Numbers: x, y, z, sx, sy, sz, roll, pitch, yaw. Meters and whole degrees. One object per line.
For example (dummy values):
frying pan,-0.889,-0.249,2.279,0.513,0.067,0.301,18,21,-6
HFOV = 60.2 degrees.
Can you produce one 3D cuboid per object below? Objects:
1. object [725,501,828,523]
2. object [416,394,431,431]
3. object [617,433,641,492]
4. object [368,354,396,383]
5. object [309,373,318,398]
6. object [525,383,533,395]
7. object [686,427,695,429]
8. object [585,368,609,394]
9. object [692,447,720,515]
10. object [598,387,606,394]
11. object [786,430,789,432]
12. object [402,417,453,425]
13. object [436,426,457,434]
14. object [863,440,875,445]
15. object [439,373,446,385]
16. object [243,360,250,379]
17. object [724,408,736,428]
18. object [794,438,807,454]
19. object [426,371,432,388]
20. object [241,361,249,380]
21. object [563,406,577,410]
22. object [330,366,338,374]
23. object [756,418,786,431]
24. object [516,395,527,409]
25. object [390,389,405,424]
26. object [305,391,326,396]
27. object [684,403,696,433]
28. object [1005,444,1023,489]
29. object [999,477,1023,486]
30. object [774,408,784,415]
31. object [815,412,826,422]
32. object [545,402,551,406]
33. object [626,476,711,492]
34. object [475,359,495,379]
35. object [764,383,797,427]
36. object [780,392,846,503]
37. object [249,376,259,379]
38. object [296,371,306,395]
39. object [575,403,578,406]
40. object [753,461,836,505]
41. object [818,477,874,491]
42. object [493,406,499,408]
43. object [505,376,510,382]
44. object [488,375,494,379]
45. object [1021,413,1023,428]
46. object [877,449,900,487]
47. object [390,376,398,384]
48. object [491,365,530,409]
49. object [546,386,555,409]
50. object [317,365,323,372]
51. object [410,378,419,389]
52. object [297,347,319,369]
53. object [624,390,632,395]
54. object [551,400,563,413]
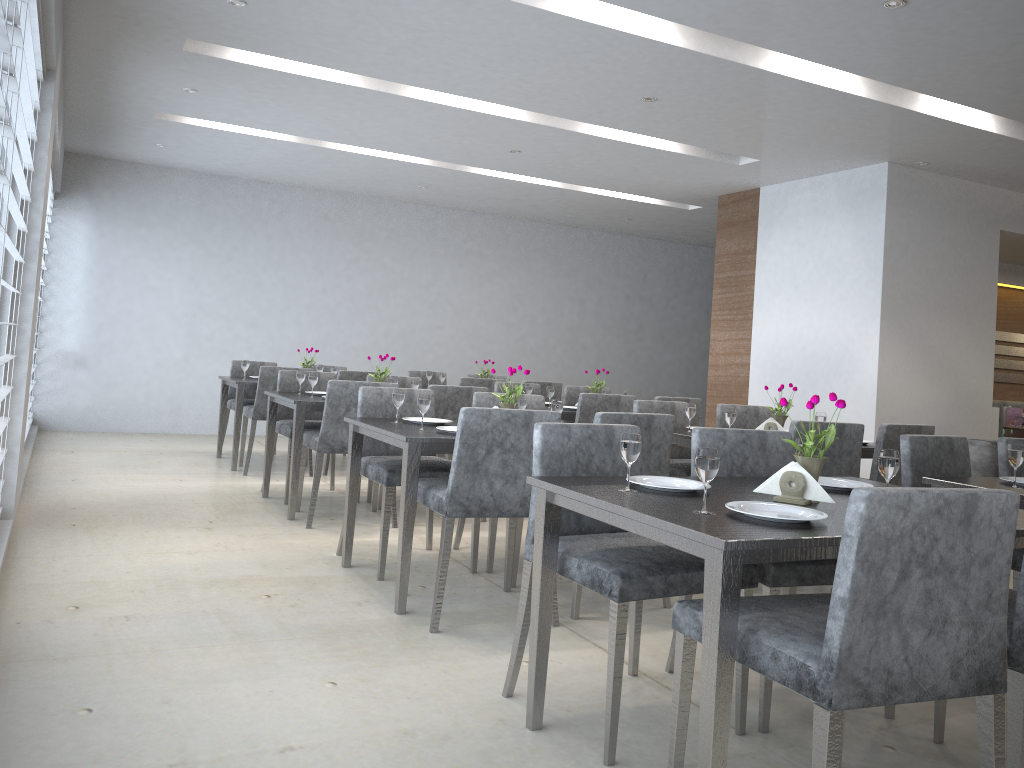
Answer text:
object,0.576,0.282,1.930,0.216,0.015,0.217,3,2,-27
object,-0.345,0.110,3.430,0.053,0.140,0.053,3,-2,15
object,0.289,0.193,2.177,0.053,0.140,0.053,3,-2,15
object,-0.779,-0.045,5.254,0.154,0.277,0.104,5,-2,-29
object,-1.116,0.009,4.955,0.053,0.140,0.053,3,-2,21
object,0.109,0.067,5.874,0.053,0.140,0.053,3,-2,21
object,0.988,0.234,4.466,0.217,0.015,0.216,5,2,19
object,0.572,0.029,5.936,0.154,0.277,0.104,5,-2,-29
object,0.420,0.210,1.916,0.053,0.140,0.053,3,-2,21
object,0.623,0.095,6.133,0.053,0.140,0.053,3,-2,21
object,1.509,0.262,4.729,0.217,0.015,0.216,5,2,19
object,-0.362,0.160,3.785,0.216,0.015,0.217,3,2,-27
object,-0.188,0.183,3.441,0.216,0.015,0.217,3,2,-27
object,1.683,0.285,4.385,0.216,0.015,0.217,3,2,-27
object,-0.573,-0.022,7.221,0.053,0.140,0.053,3,-2,21
object,-2.051,-0.113,6.802,0.053,0.140,0.053,3,-2,21
object,1.009,0.184,4.094,0.053,0.140,0.053,3,-2,15
object,0.802,0.221,2.436,0.053,0.140,0.053,3,-2,15
object,-0.704,-0.039,7.482,0.053,0.140,0.053,3,-2,21
object,-1.970,-0.098,6.514,0.053,0.140,0.053,3,-2,21
object,0.391,0.156,5.649,0.217,0.015,0.216,6,2,43
object,-1.386,-0.068,6.869,0.053,0.140,0.053,3,-2,21
object,1.283,0.215,4.372,0.203,0.100,0.070,5,-1,33
object,0.037,0.121,3.949,0.053,0.140,0.053,3,-2,15
object,-0.477,0.093,3.690,0.053,0.140,0.053,3,-2,15
object,-1.134,0.059,5.311,0.217,0.015,0.216,6,2,41
object,0.877,0.167,4.354,0.053,0.140,0.053,3,-2,21
object,1.631,0.266,2.864,0.053,0.140,0.053,3,-2,21
object,1.753,0.333,2.956,0.216,0.015,0.217,3,2,-27
object,1.391,0.195,4.613,0.053,0.140,0.053,3,-2,21
object,1.542,0.212,4.421,0.053,0.140,0.053,3,-2,21
object,0.217,0.133,5.993,0.217,0.015,0.216,6,2,43
object,0.402,0.259,2.275,0.216,0.015,0.217,3,2,-27
object,-0.231,-0.076,7.524,0.154,0.277,0.104,5,-2,-29
object,1.344,0.129,4.410,0.154,0.277,0.104,5,-2,-29
object,0.757,0.155,2.218,0.154,0.277,0.104,5,-2,-29
object,-1.937,-0.045,6.900,0.217,0.015,0.216,5,2,26
object,-1.248,-0.008,5.215,0.053,0.140,0.053,3,-2,21
object,0.511,0.114,5.898,0.203,0.100,0.070,5,-1,33
object,0.696,0.241,2.180,0.203,0.100,0.070,5,-1,33
object,0.923,0.288,2.537,0.216,0.015,0.217,3,2,-27
object,-0.068,0.141,3.691,0.203,0.100,0.070,5,-1,33
object,-0.040,0.006,7.548,0.053,0.140,0.053,3,-2,21
object,-0.191,-0.011,7.741,0.053,0.140,0.053,3,-2,21
object,4.296,0.304,7.365,0.094,0.126,0.107,4,-1,16
object,0.953,0.237,2.243,0.053,0.140,0.053,3,-2,21
object,-0.734,0.020,5.474,0.053,0.140,0.053,3,-2,21
object,-0.007,0.056,3.728,0.154,0.277,0.104,5,-2,-29
object,0.241,0.084,5.613,0.053,0.140,0.053,3,-2,21
object,-1.537,-0.084,7.062,0.053,0.140,0.053,3,-2,21
object,-0.583,0.037,5.282,0.053,0.140,0.053,3,-2,21
object,-1.582,-0.150,6.843,0.154,0.277,0.104,5,-2,-29
object,0.774,0.112,5.940,0.053,0.140,0.053,3,-2,21
object,0.188,0.137,3.757,0.053,0.140,0.053,3,-2,15
